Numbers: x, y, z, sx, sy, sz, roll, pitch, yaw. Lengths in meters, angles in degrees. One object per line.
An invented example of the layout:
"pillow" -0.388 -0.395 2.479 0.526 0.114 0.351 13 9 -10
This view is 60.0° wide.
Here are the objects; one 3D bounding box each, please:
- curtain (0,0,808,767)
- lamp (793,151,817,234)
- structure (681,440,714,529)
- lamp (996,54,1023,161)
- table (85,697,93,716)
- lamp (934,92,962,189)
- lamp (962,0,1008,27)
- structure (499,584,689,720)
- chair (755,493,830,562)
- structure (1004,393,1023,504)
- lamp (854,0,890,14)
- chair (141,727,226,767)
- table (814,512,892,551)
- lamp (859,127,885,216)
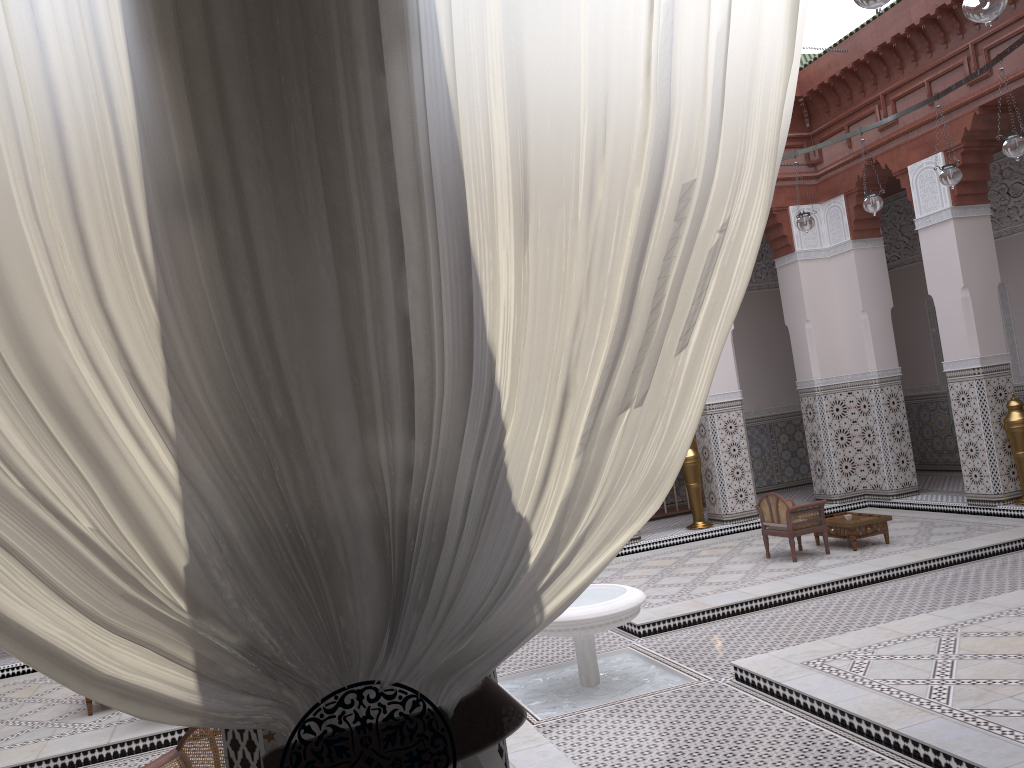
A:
"curtain" -0.160 -0.168 0.691 1.303 1.764 0.129 -7 -2 -18
"lamp" 1.278 -0.843 3.914 0.091 0.371 0.090 -8 -2 -3
"structure" 1.034 0.546 5.071 0.156 0.539 0.156 -8 -2 -12
"lamp" 1.694 -0.940 3.007 0.090 0.371 0.091 -7 -3 -33
"table" -1.427 1.082 3.238 0.229 0.142 0.330 -7 -2 -18
"lamp" 1.642 -0.918 3.345 0.090 0.371 0.091 -7 -3 -33
"lamp" 0.902 -0.881 1.736 0.091 0.371 0.090 -8 -2 -3
"structure" 0.240 0.841 2.864 0.528 0.310 0.501 -7 -2 -18
"chair" 1.304 0.645 4.116 0.208 0.313 0.263 -7 -3 -22
"structure" 2.497 0.309 4.344 0.156 0.539 0.156 -10 -3 33
"lamp" 0.628 -0.848 1.594 0.091 0.371 0.090 -8 -2 -3
"chair" -0.580 0.808 1.649 0.263 0.313 0.208 -9 -3 18
"table" 1.604 0.693 4.210 0.229 0.142 0.330 -7 -2 -18
"lamp" 1.483 -0.882 3.685 0.091 0.371 0.090 -8 -2 7
